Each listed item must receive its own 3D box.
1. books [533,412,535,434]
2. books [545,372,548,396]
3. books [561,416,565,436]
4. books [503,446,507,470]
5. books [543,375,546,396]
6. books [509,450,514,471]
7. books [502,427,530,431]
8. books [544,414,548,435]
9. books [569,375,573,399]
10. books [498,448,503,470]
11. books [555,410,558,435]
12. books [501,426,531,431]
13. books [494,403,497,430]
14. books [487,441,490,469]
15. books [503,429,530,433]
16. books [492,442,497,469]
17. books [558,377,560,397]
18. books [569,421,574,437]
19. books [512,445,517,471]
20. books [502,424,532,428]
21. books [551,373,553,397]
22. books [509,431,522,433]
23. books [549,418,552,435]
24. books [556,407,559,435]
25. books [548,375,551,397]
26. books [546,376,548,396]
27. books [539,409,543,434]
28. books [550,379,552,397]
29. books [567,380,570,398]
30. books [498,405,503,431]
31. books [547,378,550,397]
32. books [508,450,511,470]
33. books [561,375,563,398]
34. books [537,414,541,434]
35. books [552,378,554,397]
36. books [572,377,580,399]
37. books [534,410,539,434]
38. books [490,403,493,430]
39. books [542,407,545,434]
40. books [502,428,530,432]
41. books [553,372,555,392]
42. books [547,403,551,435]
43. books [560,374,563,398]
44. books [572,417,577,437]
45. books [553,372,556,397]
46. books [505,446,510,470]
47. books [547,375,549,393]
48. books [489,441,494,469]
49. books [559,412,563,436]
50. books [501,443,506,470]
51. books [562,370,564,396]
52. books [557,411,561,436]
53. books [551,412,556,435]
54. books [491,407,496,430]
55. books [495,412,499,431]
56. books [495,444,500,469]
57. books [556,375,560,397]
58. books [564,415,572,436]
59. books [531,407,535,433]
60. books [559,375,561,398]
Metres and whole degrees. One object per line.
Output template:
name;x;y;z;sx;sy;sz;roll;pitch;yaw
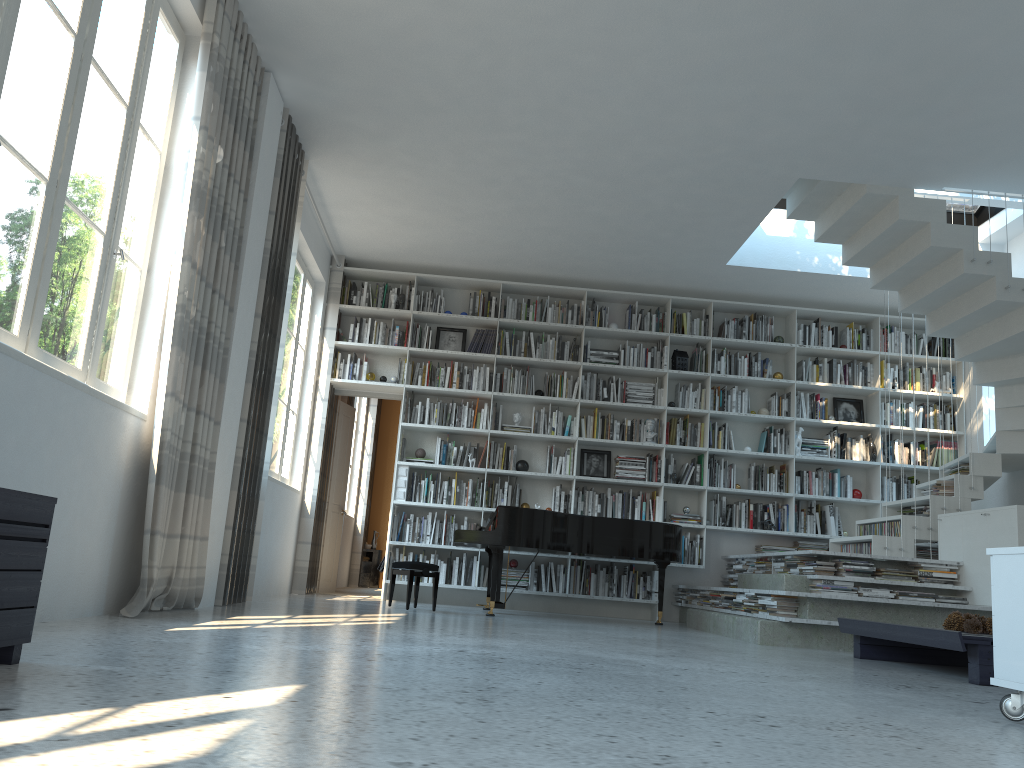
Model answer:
books;0.208;0.403;8.644;0.010;0.231;0.155;5;-12;-2
books;0.330;0.031;8.735;0.012;0.275;0.129;5;-12;-2
books;0.492;0.435;8.659;0.026;0.218;0.150;5;-12;-2
books;-0.067;0.733;8.557;0.014;0.243;0.153;5;-12;-2
books;0.321;0.040;8.725;0.005;0.253;0.161;5;-12;-2
books;-0.008;0.750;8.549;0.028;0.215;0.175;5;-12;-2
books;0.038;0.447;8.622;0.254;0.012;0.161;5;-12;-5
books;0.325;0.416;8.647;0.048;0.224;0.150;5;-12;-2
books;0.573;0.058;8.720;0.022;0.256;0.155;5;-12;-2
books;-0.113;0.737;8.554;0.025;0.227;0.153;5;-12;-2
books;0.420;0.399;8.632;0.012;0.265;0.193;5;-12;-2
books;0.039;0.436;8.626;0.285;0.012;0.160;4;-12;0
books;-0.166;0.342;8.651;0.011;0.297;0.136;5;-12;-2
books;-0.228;0.701;8.564;0.012;0.284;0.160;5;-12;-2
books;0.036;0.471;8.615;0.254;0.012;0.161;6;-12;-6
books;-0.173;0.709;8.560;0.026;0.274;0.155;5;-12;-2
books;0.453;0.061;8.733;0.011;0.235;0.131;5;-12;-2
books;0.577;0.459;8.653;0.027;0.181;0.142;5;-12;-2
books;0.021;0.731;8.570;0.028;0.265;0.145;5;-12;-2
books;0.040;0.423;8.624;0.285;0.012;0.160;6;-12;-6
books;0.388;0.040;8.731;0.009;0.266;0.150;5;-12;-2
books;0.035;0.485;8.621;0.254;0.012;0.161;5;-12;-2
books;0.370;0.439;8.651;0.025;0.189;0.140;5;-12;-2
books;0.433;0.385;8.644;0.011;0.300;0.179;5;-12;-2
books;0.361;0.046;8.697;0.005;0.235;0.179;5;-12;-2
books;0.337;0.050;8.729;0.005;0.238;0.146;5;-12;-2
books;0.280;0.391;8.645;0.022;0.266;0.151;5;-12;-2
books;0.376;0.070;8.716;0.011;0.199;0.163;5;-12;-2
books;0.548;0.078;8.725;0.024;0.215;0.142;5;-12;-2
books;-0.116;0.352;8.635;0.021;0.277;0.137;5;-12;-2
books;0.350;0.060;8.720;0.013;0.215;0.150;5;-12;-2
books;-0.028;0.753;8.551;0.011;0.207;0.180;5;-12;-2
books;0.484;0.051;8.717;0.006;0.252;0.180;5;-12;-2
books;0.254;0.411;8.655;0.024;0.226;0.138;5;-12;-2
books;0.396;0.058;8.695;0.006;0.216;0.181;5;-12;-2
books;0.616;0.067;8.699;0.064;0.236;0.209;5;-12;-2
books;0.230;0.393;8.628;0.030;0.246;0.174;5;-12;-2
books;-0.200;0.343;8.637;0.012;0.284;0.160;5;-12;-2
books;0.298;0.380;8.636;0.012;0.285;0.167;5;-12;-2
books;0.037;0.458;8.615;0.254;0.012;0.161;6;-12;-7
books;0.402;0.035;8.722;0.005;0.274;0.157;5;-12;-2
books;0.358;0.366;8.650;0.010;0.329;0.174;5;-12;-2
books;0.479;0.046;8.724;0.004;0.265;0.142;5;-12;-2
books;0.605;0.445;8.660;0.026;0.216;0.126;5;-12;-2
books;0.421;0.032;8.734;0.033;0.287;0.155;5;-12;-2
books;-0.046;0.736;8.574;0.028;0.247;0.143;5;-12;-2
books;0.343;0.044;8.705;0.005;0.240;0.174;5;-12;-2
books;-0.197;0.702;8.556;0.025;0.284;0.145;5;-12;-2
books;0.469;0.415;8.662;0.022;0.255;0.152;5;-12;-2
books;-0.085;0.712;8.539;0.026;0.274;0.190;5;-12;-2
books;0.492;0.027;8.724;0.006;0.303;0.166;5;-12;-2
books;0.448;0.407;8.641;0.023;0.259;0.170;5;-12;-2
books;0.399;0.409;8.639;0.028;0.246;0.170;5;-12;-2
books;-0.183;0.356;8.629;0.024;0.256;0.134;5;-12;-2
books;-0.146;0.385;8.633;0.034;0.209;0.136;5;-12;-2
books;-0.142;0.716;8.553;0.036;0.263;0.167;5;-12;-2
books;0.444;0.049;8.697;0.013;0.243;0.189;5;-12;-2
books;0.536;0.429;8.639;0.060;0.227;0.179;5;-12;-2
books;0.200;0.373;8.636;0.012;0.284;0.160;5;-12;-2
books;0.468;0.051;8.723;0.017;0.252;0.140;5;-12;-2
